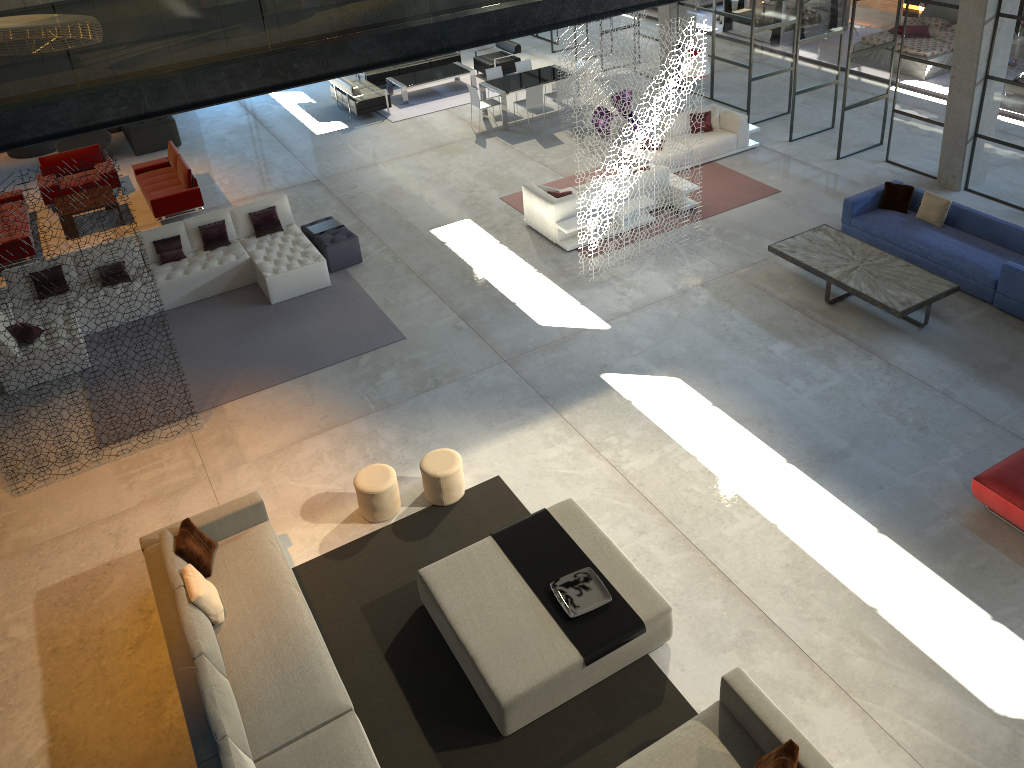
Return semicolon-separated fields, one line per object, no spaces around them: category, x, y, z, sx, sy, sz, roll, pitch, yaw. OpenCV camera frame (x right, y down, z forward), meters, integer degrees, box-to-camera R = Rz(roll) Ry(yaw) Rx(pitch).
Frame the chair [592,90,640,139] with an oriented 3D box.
chair;1.957;-5.103;16.521;0.811;0.703;0.687;-21;35;-23

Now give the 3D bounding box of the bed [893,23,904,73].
bed;8.772;-7.479;18.526;2.381;1.205;2.126;-21;36;-22

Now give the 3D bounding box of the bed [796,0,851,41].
bed;6.602;-9.564;21.191;2.353;1.955;2.354;-20;36;-22

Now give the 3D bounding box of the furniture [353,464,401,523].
furniture;-1.264;1.024;8.265;0.403;0.376;0.424;-12;33;-10

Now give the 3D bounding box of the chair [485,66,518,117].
chair;-0.223;-6.024;18.048;0.427;0.818;0.571;-20;34;-22

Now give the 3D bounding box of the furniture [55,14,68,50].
furniture;-5.697;-3.840;9.499;2.490;0.446;0.973;-8;34;-4

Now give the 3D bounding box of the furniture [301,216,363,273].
furniture;-2.664;-2.072;12.928;0.520;0.428;1.000;-23;38;-26

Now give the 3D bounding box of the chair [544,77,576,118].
chair;0.947;-5.705;17.432;0.427;0.818;0.571;-20;34;-22

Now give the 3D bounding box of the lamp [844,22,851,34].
lamp;7.969;-8.967;20.275;0.803;1.806;0.726;3;32;13

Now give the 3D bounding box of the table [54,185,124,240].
table;-7.093;-2.896;14.720;0.927;0.399;0.954;-21;37;-22

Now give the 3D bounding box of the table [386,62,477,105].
table;-1.810;-6.773;19.731;1.834;0.384;0.943;-22;37;-23

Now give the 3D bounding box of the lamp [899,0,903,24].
lamp;8.917;-8.770;19.864;0.803;1.806;0.726;3;32;13

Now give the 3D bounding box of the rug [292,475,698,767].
rug;-0.386;2.262;6.676;2.692;0.019;3.801;-21;37;-22

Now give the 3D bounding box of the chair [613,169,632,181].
chair;1.633;-3.096;13.364;0.405;0.299;0.278;-30;40;-33

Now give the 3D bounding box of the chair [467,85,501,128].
chair;-0.525;-5.505;17.328;0.555;0.818;0.440;-20;34;-23

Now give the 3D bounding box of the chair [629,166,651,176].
chair;1.912;-3.184;13.457;0.402;0.303;0.281;-20;35;-21

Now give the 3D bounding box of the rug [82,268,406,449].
rug;-3.538;-0.584;11.243;3.692;0.019;2.772;-21;37;-22

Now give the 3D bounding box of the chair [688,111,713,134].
chair;3.288;-4.554;15.282;0.410;0.315;0.273;-2;32;5

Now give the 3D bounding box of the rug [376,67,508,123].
rug;-1.586;-6.597;19.787;3.450;0.024;2.523;-21;37;-22

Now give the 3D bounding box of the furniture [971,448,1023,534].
furniture;4.619;0.986;7.579;0.869;0.355;0.895;-21;37;-22

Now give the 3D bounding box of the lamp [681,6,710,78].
lamp;2.783;-5.218;13.234;0.444;1.034;0.464;-15;32;-15

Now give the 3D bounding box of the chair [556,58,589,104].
chair;1.249;-6.224;18.151;0.555;0.818;0.440;-20;34;-23

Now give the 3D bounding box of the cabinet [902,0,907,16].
cabinet;10.167;-9.393;21.398;0.458;1.090;1.090;-19;35;-22

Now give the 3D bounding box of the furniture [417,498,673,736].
furniture;0.235;1.758;6.998;1.563;0.376;1.517;-21;37;-22

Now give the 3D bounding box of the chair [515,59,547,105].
chair;0.384;-6.270;18.330;0.427;0.818;0.571;-20;34;-22

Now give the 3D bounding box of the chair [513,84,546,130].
chair;0.340;-5.459;17.150;0.427;0.818;0.571;-20;34;-22

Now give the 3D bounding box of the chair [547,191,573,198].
chair;0.741;-2.738;12.967;0.403;0.315;0.300;5;34;16

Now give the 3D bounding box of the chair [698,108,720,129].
chair;3.453;-4.637;15.381;0.380;0.317;0.270;-1;32;6

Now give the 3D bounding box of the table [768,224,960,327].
table;4.318;-1.322;10.978;1.044;0.376;2.162;-20;37;-21

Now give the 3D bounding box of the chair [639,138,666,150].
chair;2.363;-4.064;14.807;0.416;0.102;0.431;6;36;16

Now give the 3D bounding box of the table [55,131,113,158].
table;-8.546;-4.707;17.629;1.079;0.324;1.110;-21;37;-22

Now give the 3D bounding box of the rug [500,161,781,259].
rug;2.020;-3.043;14.125;3.692;0.019;2.772;-21;37;-22

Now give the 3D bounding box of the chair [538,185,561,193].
chair;0.628;-2.872;13.193;0.398;0.255;0.332;18;40;31

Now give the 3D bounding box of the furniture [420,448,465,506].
furniture;-0.660;0.886;8.389;0.413;0.376;0.414;-27;39;-31
